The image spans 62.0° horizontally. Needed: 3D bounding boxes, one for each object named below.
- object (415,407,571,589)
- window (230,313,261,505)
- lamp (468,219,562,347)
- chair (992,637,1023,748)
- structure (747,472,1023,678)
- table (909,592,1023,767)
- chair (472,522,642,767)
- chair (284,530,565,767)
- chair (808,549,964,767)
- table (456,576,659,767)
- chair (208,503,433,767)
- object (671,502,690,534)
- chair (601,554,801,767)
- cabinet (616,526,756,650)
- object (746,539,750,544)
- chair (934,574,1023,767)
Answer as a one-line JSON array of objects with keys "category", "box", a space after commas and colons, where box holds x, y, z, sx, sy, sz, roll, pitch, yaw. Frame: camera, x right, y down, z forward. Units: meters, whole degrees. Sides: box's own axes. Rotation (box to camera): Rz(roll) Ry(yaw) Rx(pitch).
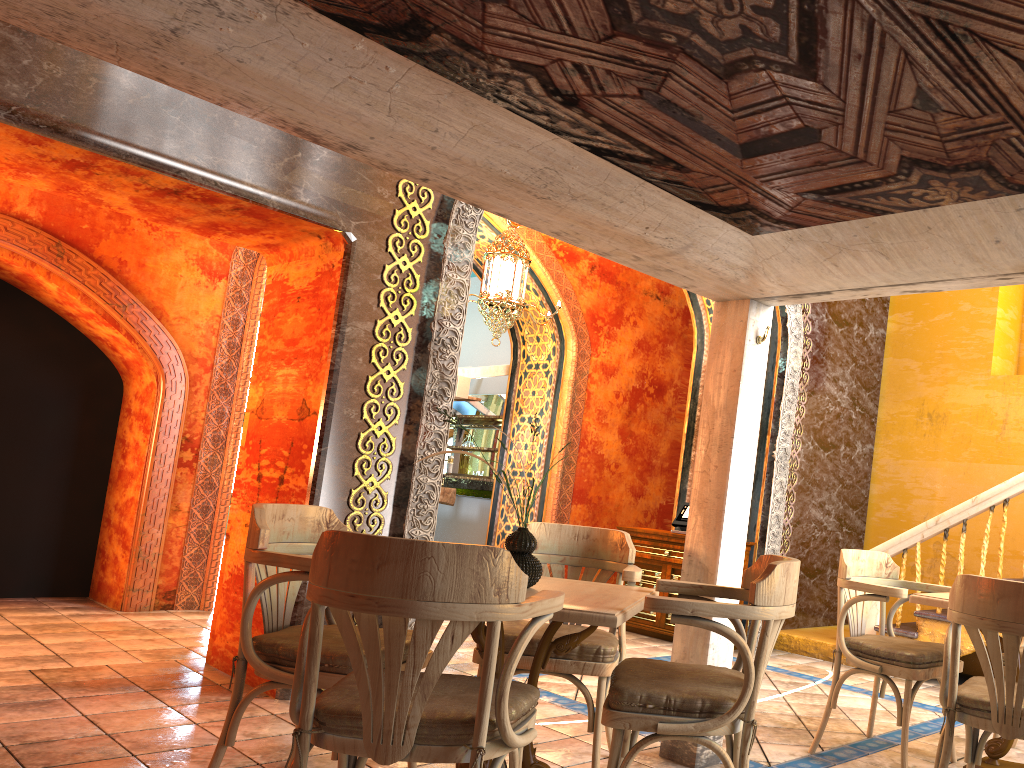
[{"category": "object", "box": [-0.066, 0.438, 3.330, 0.725, 0.715, 0.223, 9, -5, -29]}, {"category": "window", "box": [-4.732, 0.418, 15.000, 1.728, 3.413, 0.078, 11, -6, -43]}, {"category": "lamp", "box": [-0.006, -1.544, 8.631, 1.453, 2.361, 0.989, 11, -6, -42]}, {"category": "chair", "box": [3.343, 1.731, 5.140, 0.690, 1.177, 0.782, 2, -6, 41]}, {"category": "structure", "box": [5.123, 1.252, 7.591, 2.081, 3.138, 5.693, 11, -8, -43]}, {"category": "table", "box": [2.752, 1.671, 4.469, 1.187, 1.002, 0.929, 12, -7, -43]}, {"category": "chair", "box": [0.211, 1.297, 4.204, 0.774, 1.177, 0.707, 6, -5, 5]}, {"category": "chair", "box": [-0.301, 1.061, 2.663, 0.774, 1.177, 0.707, 6, -5, 5]}, {"category": "chair", "box": [2.228, 1.603, 5.025, 0.878, 1.177, 0.614, 11, -7, -44]}, {"category": "table", "box": [-0.026, 1.288, 3.411, 0.962, 0.947, 1.038, 5, -6, 12]}, {"category": "chair", "box": [-0.764, 1.114, 3.504, 0.674, 1.177, 0.810, 6, -5, 12]}, {"category": "object", "box": [1.849, 1.358, 8.550, 0.409, 0.317, 0.281, 2, -7, 35]}, {"category": "chair", "box": [0.726, 1.250, 3.363, 0.689, 1.177, 0.794, 6, -5, 7]}, {"category": "cabinet", "box": [1.662, 2.031, 8.529, 0.557, 1.051, 1.317, 11, -7, -43]}, {"category": "object", "box": [2.099, 1.484, 8.237, 0.445, 0.086, 0.291, 9, -7, -28]}, {"category": "chair", "box": [2.221, 1.444, 3.694, 0.690, 1.177, 0.782, 2, -6, 41]}]
